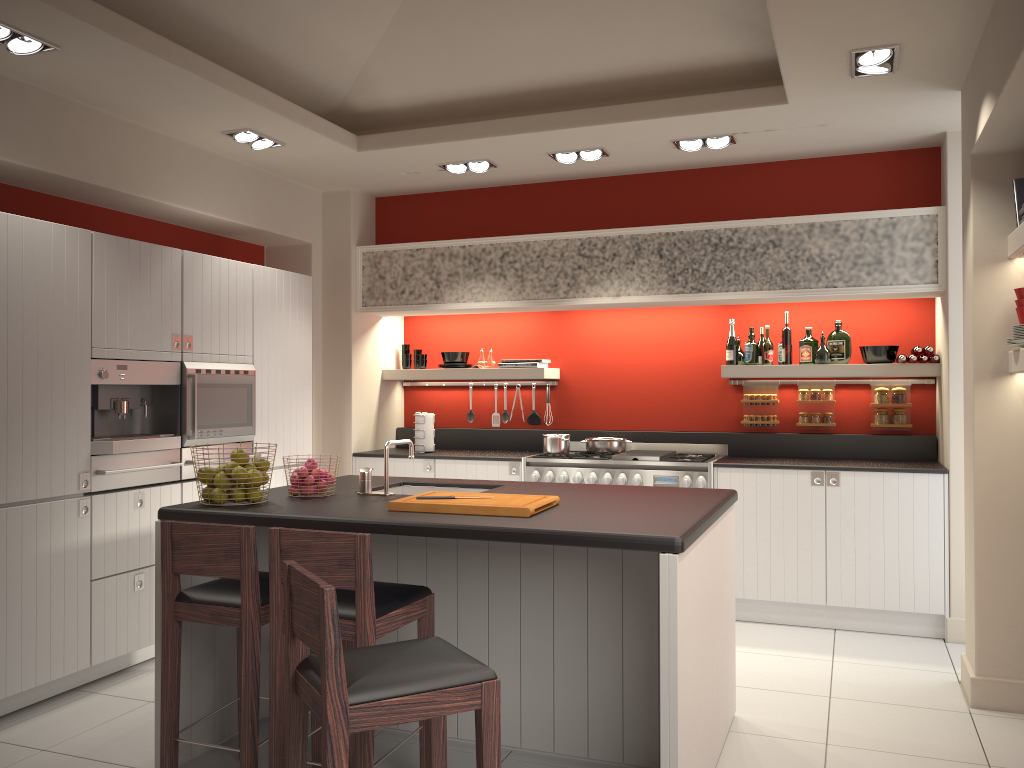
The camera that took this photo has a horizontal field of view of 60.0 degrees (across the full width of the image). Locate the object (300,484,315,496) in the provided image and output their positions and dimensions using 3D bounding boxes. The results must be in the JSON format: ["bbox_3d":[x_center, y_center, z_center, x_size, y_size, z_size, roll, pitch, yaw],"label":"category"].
[{"bbox_3d":[-0.878,0.451,3.812,0.062,0.057,0.061,0,-1,21],"label":"object"}]

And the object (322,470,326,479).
[{"bbox_3d":[-0.834,0.396,3.873,0.041,0.044,0.045,0,0,-9],"label":"object"}]

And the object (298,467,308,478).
[{"bbox_3d":[-0.893,0.377,3.782,0.048,0.046,0.048,0,-1,-23],"label":"object"}]

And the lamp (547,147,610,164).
[{"bbox_3d":[0.428,-1.493,5.709,0.361,0.104,0.199,0,0,21],"label":"lamp"}]

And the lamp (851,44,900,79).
[{"bbox_3d":[1.676,-1.505,4.103,0.199,0.090,0.361,0,0,21],"label":"lamp"}]

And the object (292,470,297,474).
[{"bbox_3d":[-0.936,0.397,3.874,0.049,0.049,0.048,0,-1,28],"label":"object"}]

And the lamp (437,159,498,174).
[{"bbox_3d":[-0.301,-1.488,5.989,0.361,0.109,0.199,0,0,21],"label":"lamp"}]

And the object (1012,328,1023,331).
[{"bbox_3d":[2.163,-0.210,3.492,0.339,0.020,0.339,0,0,20],"label":"object"}]

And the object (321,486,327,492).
[{"bbox_3d":[-0.840,0.457,3.918,0.050,0.049,0.049,0,-1,-13],"label":"object"}]

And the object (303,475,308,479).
[{"bbox_3d":[-0.895,0.390,3.822,0.041,0.039,0.041,0,-1,37],"label":"object"}]

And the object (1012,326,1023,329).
[{"bbox_3d":[2.163,-0.217,3.492,0.339,0.020,0.339,0,0,20],"label":"object"}]

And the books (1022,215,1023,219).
[{"bbox_3d":[2.262,-0.722,3.692,0.207,0.019,0.258,0,0,22],"label":"books"}]

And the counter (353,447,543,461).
[{"bbox_3d":[-0.435,0.529,6.728,1.360,0.026,0.699,0,0,21],"label":"counter"}]

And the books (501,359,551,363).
[{"bbox_3d":[0.109,-0.175,6.836,0.332,0.026,0.207,0,0,21],"label":"books"}]

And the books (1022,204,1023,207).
[{"bbox_3d":[2.262,-0.772,3.693,0.207,0.019,0.258,0,0,22],"label":"books"}]

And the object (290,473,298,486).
[{"bbox_3d":[-0.929,0.414,3.830,0.059,0.059,0.060,0,-1,33],"label":"object"}]

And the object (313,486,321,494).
[{"bbox_3d":[-0.851,0.462,3.857,0.040,0.039,0.039,0,-1,-20],"label":"object"}]

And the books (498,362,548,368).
[{"bbox_3d":[0.087,-0.141,6.822,0.331,0.042,0.207,0,0,26],"label":"books"}]

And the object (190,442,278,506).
[{"bbox_3d":[-1.127,0.362,3.598,0.341,0.232,0.341,0,-1,-36],"label":"object"}]

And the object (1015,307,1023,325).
[{"bbox_3d":[2.340,-0.262,3.858,0.260,0.146,0.260,0,0,25],"label":"object"}]

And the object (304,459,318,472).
[{"bbox_3d":[-0.870,0.353,3.840,0.056,0.058,0.056,0,-1,-24],"label":"object"}]

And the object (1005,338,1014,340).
[{"bbox_3d":[2.340,-0.189,3.857,0.339,0.020,0.339,0,0,24],"label":"object"}]

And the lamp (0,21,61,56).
[{"bbox_3d":[-2.151,-1.498,3.787,0.199,0.103,0.361,0,0,21],"label":"lamp"}]

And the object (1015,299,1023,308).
[{"bbox_3d":[2.337,-0.306,3.859,0.260,0.159,0.260,0,0,2],"label":"object"}]

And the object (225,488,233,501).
[{"bbox_3d":[-1.145,0.451,3.618,0.055,0.054,0.053,0,-1,25],"label":"object"}]

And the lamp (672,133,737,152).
[{"bbox_3d":[1.176,-1.496,5.421,0.361,0.103,0.199,0,0,21],"label":"lamp"}]

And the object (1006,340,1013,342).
[{"bbox_3d":[2.340,-0.183,3.857,0.339,0.020,0.339,0,0,24],"label":"object"}]

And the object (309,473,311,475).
[{"bbox_3d":[-0.892,0.384,3.875,0.041,0.044,0.045,0,0,-9],"label":"object"}]

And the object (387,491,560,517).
[{"bbox_3d":[-0.141,0.460,3.434,0.570,0.033,0.372,0,0,19],"label":"object"}]

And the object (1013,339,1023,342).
[{"bbox_3d":[2.163,-0.165,3.492,0.339,0.020,0.339,0,0,20],"label":"object"}]

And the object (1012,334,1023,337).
[{"bbox_3d":[2.163,-0.185,3.492,0.339,0.020,0.339,0,0,20],"label":"object"}]

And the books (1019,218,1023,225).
[{"bbox_3d":[2.259,-0.698,3.706,0.207,0.030,0.258,0,0,21],"label":"books"}]

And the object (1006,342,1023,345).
[{"bbox_3d":[2.340,-0.170,3.857,0.339,0.020,0.339,0,0,24],"label":"object"}]

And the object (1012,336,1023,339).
[{"bbox_3d":[2.163,-0.178,3.492,0.339,0.020,0.339,0,0,20],"label":"object"}]

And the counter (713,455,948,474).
[{"bbox_3d":[2.049,0.518,5.774,1.360,0.026,0.699,0,0,21],"label":"counter"}]

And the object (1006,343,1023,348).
[{"bbox_3d":[2.340,-0.163,3.857,0.339,0.020,0.339,0,0,24],"label":"object"}]

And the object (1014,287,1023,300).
[{"bbox_3d":[2.332,-0.356,3.857,0.260,0.161,0.260,0,0,-12],"label":"object"}]

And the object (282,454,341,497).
[{"bbox_3d":[-0.872,0.398,3.859,0.248,0.168,0.248,0,0,9],"label":"object"}]

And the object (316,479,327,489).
[{"bbox_3d":[-0.824,0.432,3.833,0.046,0.043,0.046,0,-1,-29],"label":"object"}]

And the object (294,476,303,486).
[{"bbox_3d":[-0.911,0.415,3.791,0.041,0.041,0.040,0,-1,-32],"label":"object"}]

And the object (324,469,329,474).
[{"bbox_3d":[-0.835,0.403,3.925,0.056,0.050,0.055,0,-1,-31],"label":"object"}]

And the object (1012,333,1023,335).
[{"bbox_3d":[2.163,-0.191,3.492,0.339,0.020,0.339,0,0,20],"label":"object"}]

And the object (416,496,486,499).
[{"bbox_3d":[-0.221,0.439,3.441,0.302,0.010,0.035,0,0,-9],"label":"object"}]

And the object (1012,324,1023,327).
[{"bbox_3d":[2.163,-0.223,3.492,0.339,0.020,0.339,0,0,20],"label":"object"}]

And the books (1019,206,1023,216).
[{"bbox_3d":[2.259,-0.747,3.706,0.207,0.030,0.258,0,0,21],"label":"books"}]

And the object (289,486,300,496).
[{"bbox_3d":[-0.938,0.457,3.830,0.050,0.049,0.049,0,-1,-13],"label":"object"}]

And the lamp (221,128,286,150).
[{"bbox_3d":[-1.553,-1.481,5.343,0.199,0.084,0.361,0,0,21],"label":"lamp"}]

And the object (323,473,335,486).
[{"bbox_3d":[-0.804,0.418,3.888,0.055,0.056,0.055,0,-1,31],"label":"object"}]

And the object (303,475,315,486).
[{"bbox_3d":[-0.866,0.412,3.783,0.048,0.046,0.048,0,-1,-20],"label":"object"}]

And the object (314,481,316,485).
[{"bbox_3d":[-0.876,0.419,3.895,0.055,0.056,0.055,0,-1,31],"label":"object"}]

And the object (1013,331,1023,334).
[{"bbox_3d":[2.163,-0.197,3.492,0.339,0.020,0.339,0,0,20],"label":"object"}]

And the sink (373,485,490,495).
[{"bbox_3d":[-0.382,0.632,4.089,0.567,0.258,0.516,0,0,21],"label":"sink"}]

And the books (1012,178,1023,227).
[{"bbox_3d":[2.344,-0.804,3.930,0.207,0.246,0.136,0,-1,21],"label":"books"}]

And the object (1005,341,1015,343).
[{"bbox_3d":[2.340,-0.176,3.857,0.339,0.020,0.339,0,0,24],"label":"object"}]

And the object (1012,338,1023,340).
[{"bbox_3d":[2.163,-0.172,3.492,0.339,0.020,0.339,0,0,20],"label":"object"}]

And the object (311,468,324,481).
[{"bbox_3d":[-0.837,0.389,3.819,0.051,0.055,0.056,0,-1,35],"label":"object"}]

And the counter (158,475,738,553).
[{"bbox_3d":[-0.180,0.504,3.751,2.054,0.050,1.415,0,0,21],"label":"counter"}]

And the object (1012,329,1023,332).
[{"bbox_3d":[2.163,-0.204,3.492,0.339,0.020,0.339,0,0,20],"label":"object"}]
